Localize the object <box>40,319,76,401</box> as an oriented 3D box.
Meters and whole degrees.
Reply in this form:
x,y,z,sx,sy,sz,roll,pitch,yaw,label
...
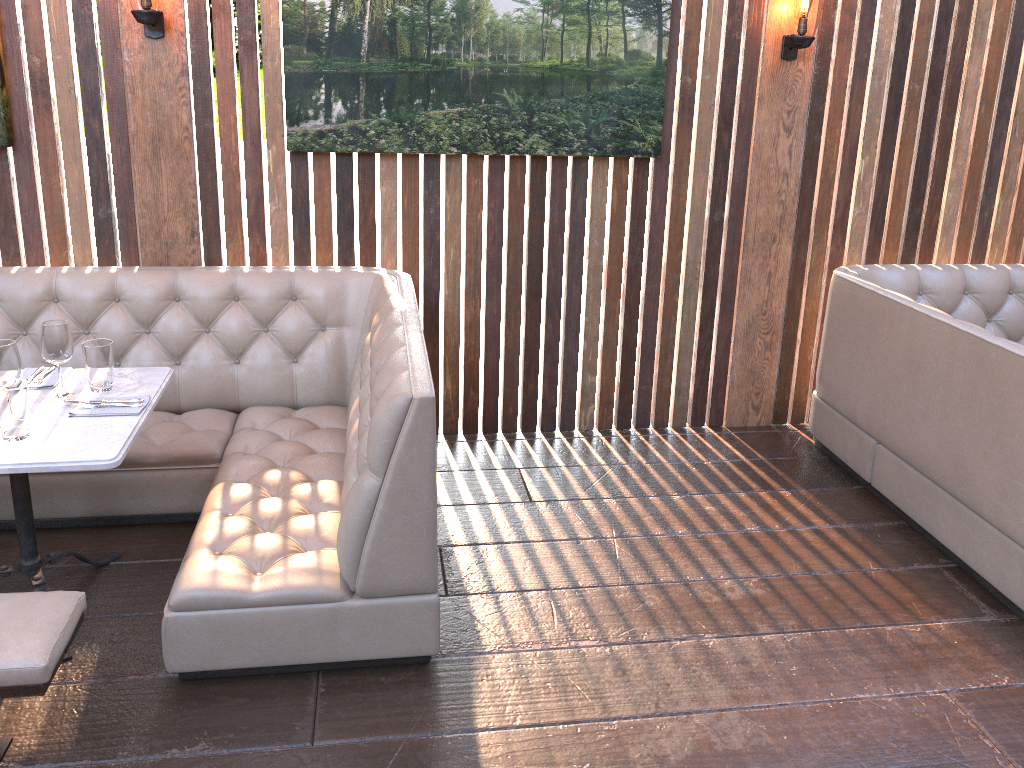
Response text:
x,y,z,sx,sy,sz,roll,pitch,yaw,label
-1.408,-0.074,2.747,0.093,0.240,0.093,14,21,37,object

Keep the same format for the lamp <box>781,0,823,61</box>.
x,y,z,sx,sy,sz,roll,pitch,yaw,label
1.276,-1.593,3.902,0.146,0.314,0.181,-1,17,-9,lamp

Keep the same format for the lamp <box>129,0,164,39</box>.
x,y,z,sx,sy,sz,roll,pitch,yaw,label
-1.438,-1.529,3.483,0.146,0.314,0.181,-1,17,-9,lamp

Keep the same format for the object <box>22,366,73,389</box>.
x,y,z,sx,sy,sz,roll,pitch,yaw,label
-1.564,-0.018,2.909,0.157,0.018,0.260,-1,19,-8,object

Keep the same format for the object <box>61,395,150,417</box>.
x,y,z,sx,sy,sz,roll,pitch,yaw,label
-1.251,0.062,2.707,0.255,0.018,0.160,-1,19,-8,object

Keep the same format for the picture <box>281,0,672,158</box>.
x,y,z,sx,sy,sz,roll,pitch,yaw,label
-0.130,-1.482,3.768,1.650,0.981,0.066,-1,16,-9,picture

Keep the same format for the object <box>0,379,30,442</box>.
x,y,z,sx,sy,sz,roll,pitch,yaw,label
-1.382,0.075,2.451,0.092,0.155,0.093,-5,18,-22,object

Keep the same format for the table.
x,y,z,sx,sy,sz,roll,pitch,yaw,label
-1.518,0.398,2.751,0.799,0.660,0.813,-1,18,-10,table

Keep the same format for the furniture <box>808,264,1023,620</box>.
x,y,z,sx,sy,sz,roll,pitch,yaw,label
3.601,0.057,3.895,4.157,0.844,1.742,-1,19,-9,furniture

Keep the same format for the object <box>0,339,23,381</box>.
x,y,z,sx,sy,sz,roll,pitch,yaw,label
-1.449,-0.001,2.536,0.093,0.240,0.093,14,21,37,object

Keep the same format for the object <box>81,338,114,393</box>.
x,y,z,sx,sy,sz,roll,pitch,yaw,label
-1.321,-0.057,2.836,0.092,0.155,0.093,-5,18,-22,object

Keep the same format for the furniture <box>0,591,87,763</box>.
x,y,z,sx,sy,sz,roll,pitch,yaw,label
-2.225,0.777,2.008,2.328,0.392,0.318,-1,17,-9,furniture

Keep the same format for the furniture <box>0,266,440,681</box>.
x,y,z,sx,sy,sz,roll,pitch,yaw,label
-2.378,0.197,2.971,4.157,0.844,1.742,-1,19,-9,furniture

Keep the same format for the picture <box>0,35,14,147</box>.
x,y,z,sx,sy,sz,roll,pitch,yaw,label
-2.840,-1.416,3.343,1.650,0.981,0.066,-1,16,-9,picture
